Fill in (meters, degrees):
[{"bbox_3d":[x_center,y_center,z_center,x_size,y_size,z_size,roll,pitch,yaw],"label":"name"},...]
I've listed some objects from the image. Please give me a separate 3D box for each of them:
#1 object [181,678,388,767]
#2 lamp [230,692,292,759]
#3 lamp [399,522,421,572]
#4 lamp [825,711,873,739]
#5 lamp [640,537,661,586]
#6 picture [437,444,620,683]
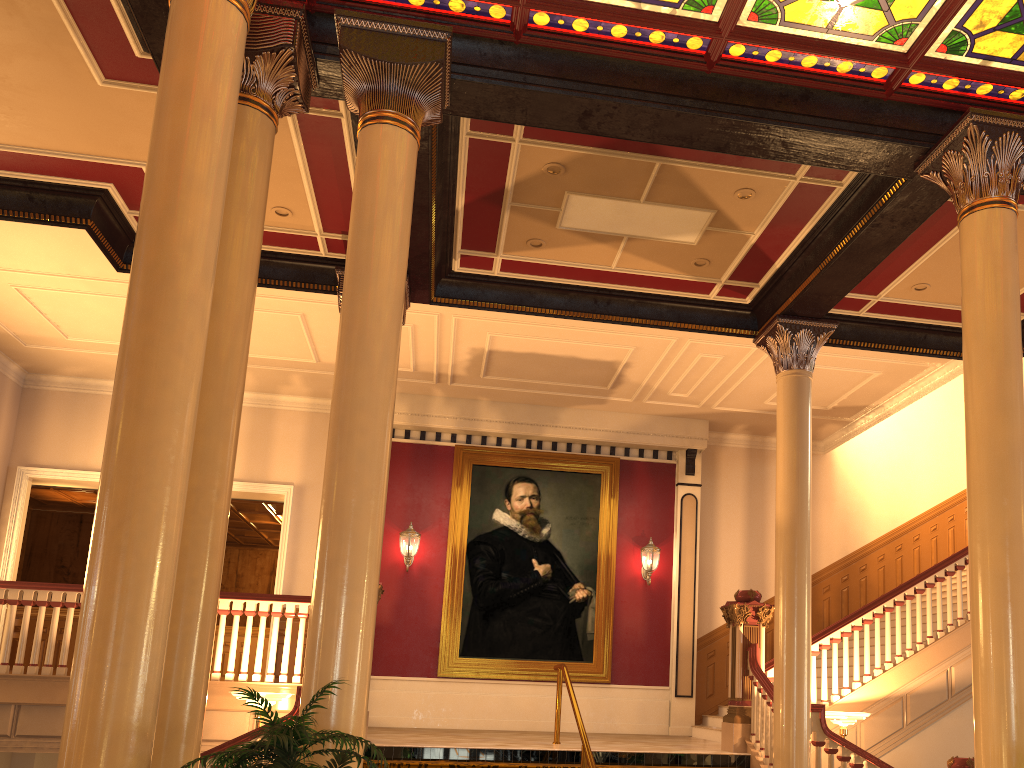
[{"bbox_3d":[-0.987,2.330,3.701,1.110,2.087,1.040,7,-13,-18],"label":"object"},{"bbox_3d":[-2.385,3.828,7.902,0.602,1.952,0.576,8,-12,-24],"label":"lamp"},{"bbox_3d":[-1.482,2.353,12.549,0.321,0.708,0.403,4,-13,-6],"label":"lamp"},{"bbox_3d":[3.369,4.357,8.827,0.571,1.952,0.607,1,-11,11],"label":"lamp"},{"bbox_3d":[2.074,2.678,13.115,0.321,0.708,0.403,4,-13,-6],"label":"lamp"},{"bbox_3d":[0.304,2.665,12.964,2.577,3.349,0.056,5,-10,-9],"label":"picture"}]
